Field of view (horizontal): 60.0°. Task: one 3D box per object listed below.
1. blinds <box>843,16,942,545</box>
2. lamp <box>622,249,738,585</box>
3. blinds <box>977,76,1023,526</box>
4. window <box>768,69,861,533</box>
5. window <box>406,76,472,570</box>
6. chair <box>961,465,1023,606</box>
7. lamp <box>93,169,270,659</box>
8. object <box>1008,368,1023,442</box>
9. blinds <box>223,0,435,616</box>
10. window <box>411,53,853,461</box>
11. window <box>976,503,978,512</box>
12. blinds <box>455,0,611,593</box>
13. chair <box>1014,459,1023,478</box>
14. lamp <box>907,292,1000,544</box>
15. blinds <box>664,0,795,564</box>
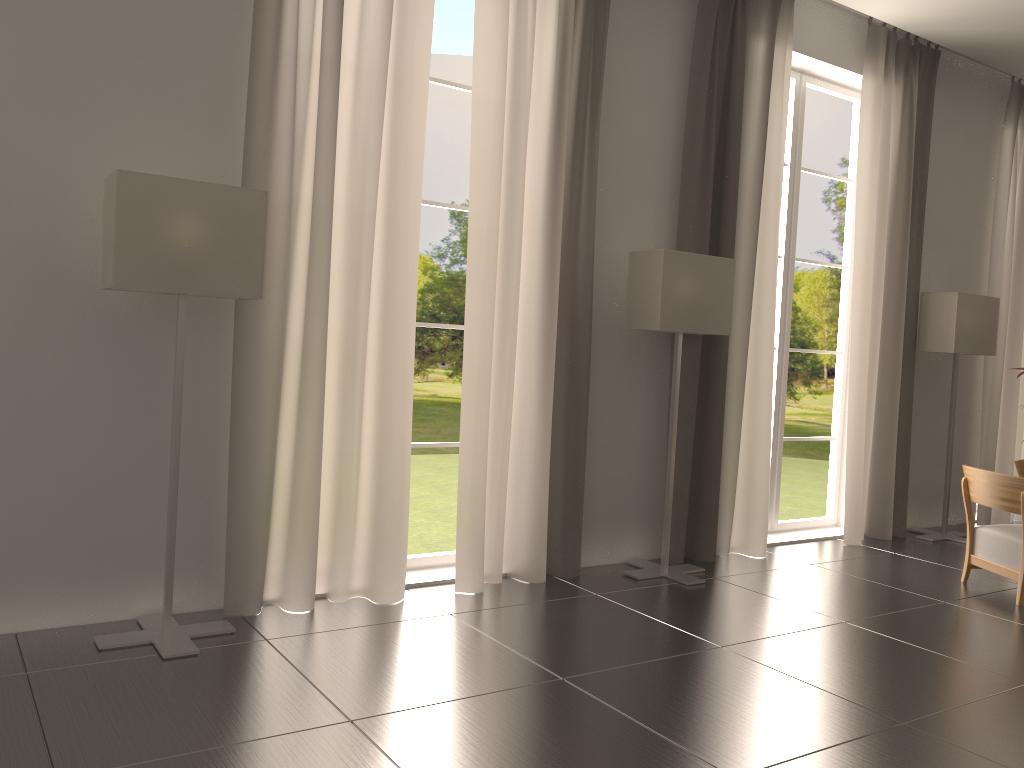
[{"bbox_3d":[4.735,-1.242,11.217,1.549,6.429,0.418,2,2,-37],"label":"blinds"},{"bbox_3d":[1.615,0.311,8.849,1.000,3.177,0.908,2,2,-34],"label":"lamp"},{"bbox_3d":[7.427,-1.166,13.005,1.549,6.429,0.415,2,2,-29],"label":"blinds"},{"bbox_3d":[3.386,-1.003,11.072,2.642,5.747,0.110,2,2,-34],"label":"window"},{"bbox_3d":[-1.016,-1.128,8.150,2.642,5.747,0.110,2,2,-34],"label":"window"},{"bbox_3d":[5.222,1.495,8.876,1.150,1.226,1.453,3,2,-9],"label":"chair"},{"bbox_3d":[-2.349,0.198,6.218,1.000,3.177,0.908,2,2,-34],"label":"lamp"},{"bbox_3d":[7.155,0.418,11.294,1.490,3.396,1.770,5,2,41],"label":"object"},{"bbox_3d":[-1.405,-1.416,7.144,1.549,6.429,0.415,2,2,-29],"label":"blinds"},{"bbox_3d":[17.718,-2.597,7.086,48.607,20.571,99.211,2,3,-34],"label":"window"},{"bbox_3d":[7.788,-0.878,13.994,2.642,5.747,0.110,2,2,-34],"label":"window"},{"bbox_3d":[0.204,-1.371,8.209,1.549,6.429,0.418,2,2,-37],"label":"blinds"},{"bbox_3d":[6.489,1.521,9.949,1.452,1.226,1.151,3,2,1],"label":"chair"},{"bbox_3d":[5.759,0.428,11.599,1.000,3.177,0.908,2,2,-34],"label":"lamp"},{"bbox_3d":[2.375,-1.309,9.652,1.549,6.429,0.415,2,2,-29],"label":"blinds"}]
